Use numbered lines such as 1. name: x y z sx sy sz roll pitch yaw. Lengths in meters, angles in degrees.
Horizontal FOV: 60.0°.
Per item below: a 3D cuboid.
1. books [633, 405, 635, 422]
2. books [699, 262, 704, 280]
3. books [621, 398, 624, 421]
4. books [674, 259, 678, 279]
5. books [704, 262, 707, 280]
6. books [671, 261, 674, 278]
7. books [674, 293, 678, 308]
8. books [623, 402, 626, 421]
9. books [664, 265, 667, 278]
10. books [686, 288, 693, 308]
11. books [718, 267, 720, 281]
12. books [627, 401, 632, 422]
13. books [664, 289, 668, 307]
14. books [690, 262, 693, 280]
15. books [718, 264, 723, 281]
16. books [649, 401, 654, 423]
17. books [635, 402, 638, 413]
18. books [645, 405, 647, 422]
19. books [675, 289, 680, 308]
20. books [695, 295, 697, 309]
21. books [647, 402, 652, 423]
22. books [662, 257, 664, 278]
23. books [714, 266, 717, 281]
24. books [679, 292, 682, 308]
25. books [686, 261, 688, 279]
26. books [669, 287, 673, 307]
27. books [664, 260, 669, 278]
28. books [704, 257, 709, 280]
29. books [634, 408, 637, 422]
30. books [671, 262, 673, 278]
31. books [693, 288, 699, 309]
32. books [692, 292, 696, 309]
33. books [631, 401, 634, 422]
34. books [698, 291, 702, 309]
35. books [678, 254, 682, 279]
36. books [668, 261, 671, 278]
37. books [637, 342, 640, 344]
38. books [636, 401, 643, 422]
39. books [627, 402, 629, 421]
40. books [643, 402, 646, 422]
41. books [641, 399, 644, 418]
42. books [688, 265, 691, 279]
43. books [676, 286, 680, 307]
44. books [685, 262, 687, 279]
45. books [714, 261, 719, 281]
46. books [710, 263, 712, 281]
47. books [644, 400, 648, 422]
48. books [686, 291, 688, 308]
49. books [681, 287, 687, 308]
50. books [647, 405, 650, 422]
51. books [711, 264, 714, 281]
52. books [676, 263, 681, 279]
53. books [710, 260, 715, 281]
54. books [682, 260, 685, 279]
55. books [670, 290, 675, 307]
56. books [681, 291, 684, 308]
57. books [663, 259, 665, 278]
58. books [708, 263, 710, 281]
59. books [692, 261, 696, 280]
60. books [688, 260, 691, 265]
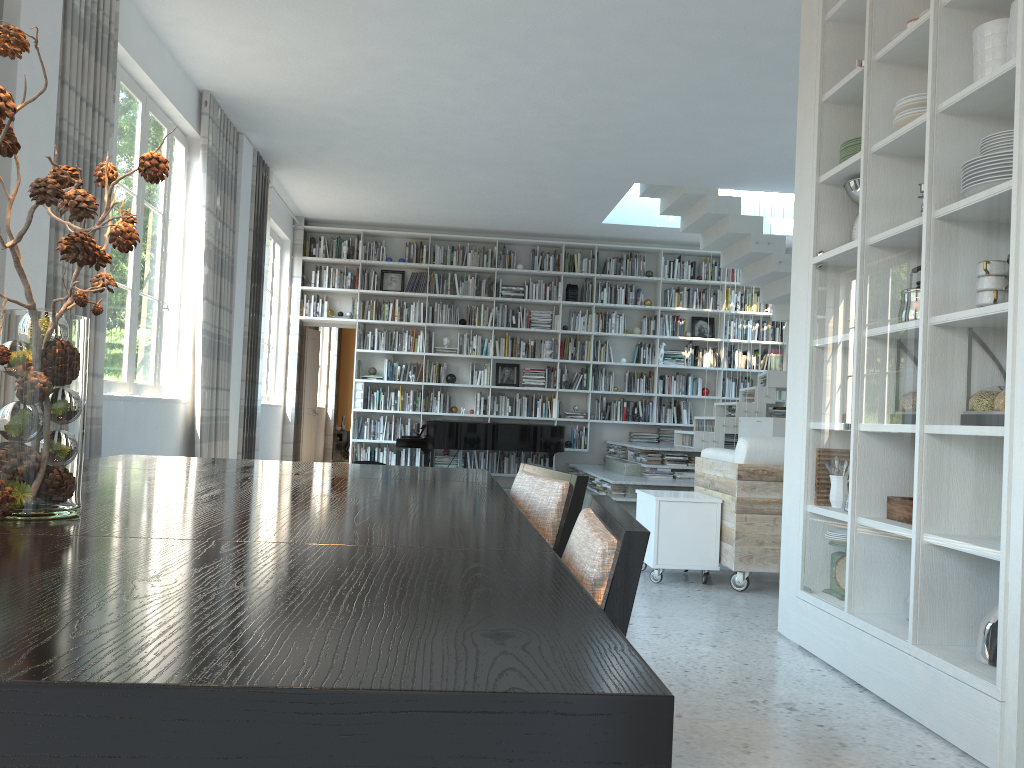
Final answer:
1. books: 1.547 0.378 11.368 0.022 0.211 0.135 3 -2 -4
2. books: 2.446 -1.438 11.460 0.019 0.256 0.169 3 -2 -4
3. books: 1.406 0.330 11.342 0.012 0.293 0.175 3 -2 -4
4. books: 2.099 -1.465 11.443 0.048 0.278 0.150 3 -2 -4
5. books: 2.479 -1.434 11.471 0.016 0.251 0.189 3 -2 -4
6. books: 2.059 -1.453 11.457 0.027 0.249 0.140 3 -2 -4
7. books: 2.095 -1.063 11.424 0.025 0.207 0.175 3 -2 -4
8. books: 1.426 0.355 11.346 0.031 0.244 0.184 3 -2 -4
9. books: 1.960 -1.425 11.416 0.022 0.182 0.190 3 -2 -4
10. books: 2.268 -1.085 11.402 0.032 0.265 0.245 3 -2 -4
11. books: 2.667 -1.404 11.507 0.031 0.211 0.131 3 -2 -4
12. books: 1.500 0.350 11.357 0.026 0.262 0.173 3 -2 -4
13. books: 1.986 -1.091 11.433 0.012 0.254 0.161 3 -2 -4
14. books: 2.311 -1.443 11.473 0.012 0.254 0.161 3 -2 -4
15. books: 2.698 -1.429 11.488 0.026 0.263 0.163 3 -2 -4
16. books: 1.786 0.359 11.378 0.025 0.272 0.171 3 -2 -4
17. books: 1.590 0.361 11.368 0.012 0.249 0.164 3 -2 -4
18. books: 1.703 0.381 11.369 0.013 0.220 0.168 3 -2 -4
19. books: 2.121 -1.089 11.431 0.026 0.261 0.167 3 -2 -4
20. books: 2.354 -1.044 11.483 0.027 0.196 0.130 3 -2 -4
21. books: 1.760 0.365 11.375 0.026 0.258 0.156 3 -2 -4
22. books: 1.922 -1.482 11.434 0.028 0.294 0.150 3 -2 -4
23. books: 2.614 -1.406 11.479 0.029 0.210 0.169 3 -2 -4
24. books: 2.158 -1.068 11.442 0.030 0.224 0.158 3 -2 -4
25. books: 2.242 -1.446 11.458 0.021 0.254 0.151 3 -2 -4
26. books: 2.031 -1.103 11.435 0.051 0.282 0.166 3 -2 -4
27. books: 1.985 -1.457 11.430 0.025 0.250 0.178 3 -2 -4
28. books: 2.509 -1.467 11.474 0.007 0.320 0.165 3 -2 -4
29. books: 1.571 0.394 11.363 0.025 0.181 0.169 3 -2 -4
30. books: 2.035 -1.445 11.437 0.024 0.231 0.168 3 -2 -4
31. books: 2.385 -1.086 11.467 0.048 0.283 0.162 3 -2 -4
32. books: 2.331 -1.063 11.435 0.030 0.230 0.187 3 -2 -4
33. books: 1.525 0.351 11.366 0.026 0.263 0.169 3 -2 -4
34. books: 2.416 -1.064 11.445 0.014 0.240 0.189 3 -2 -4
35. books: 2.162 -1.490 11.439 0.014 0.332 0.180 3 -2 -4
36. books: 2.010 -1.452 11.427 0.026 0.241 0.184 3 -2 -4
37. books: 1.628 -0.391 11.402 0.016 0.290 0.135 3 -2 -4
38. books: 1.629 0.354 11.366 0.070 0.266 0.186 3 -2 -4
39. books: 1.475 0.359 11.371 0.021 0.242 0.131 3 -2 -4
40. books: 1.686 0.358 11.380 0.021 0.264 0.150 3 -2 -4
41. books: 1.670 0.343 11.379 0.013 0.294 0.134 3 -2 -4
42. books: 2.264 -1.420 11.446 0.024 0.202 0.190 3 -2 -4
43. books: 2.140 -1.105 11.442 0.011 0.296 0.162 3 -2 -4
44. books: 2.221 -1.439 11.448 0.022 0.236 0.172 3 -2 -4
45. books: 2.641 -1.439 11.500 0.025 0.279 0.136 3 -2 -4
46. books: 2.555 -1.432 11.491 0.017 0.257 0.146 3 -2 -4
47. books: 1.715 0.351 11.396 0.012 0.282 0.143 3 -2 -4
48. books: 2.235 -1.071 11.451 0.025 0.238 0.143 3 -2 -4
49. books: 2.212 -1.098 11.440 0.026 0.288 0.156 3 -2 -4
50. books: 1.735 0.378 11.366 0.025 0.228 0.175 3 -2 -4
51. books: 2.573 -1.421 11.470 0.018 0.235 0.186 3 -2 -4
52. books: 2.136 -1.440 11.447 0.030 0.231 0.148 3 -2 -4
53. books: 2.592 -1.452 11.492 0.020 0.299 0.131 3 -2 -4
54. books: 2.204 -1.453 11.446 0.014 0.262 0.168 3 -2 -4
55. books: 2.068 -1.085 11.446 0.026 0.250 0.130 3 -2 -4
56. books: 2.185 -1.072 11.459 0.024 0.236 0.146 3 -2 -4
57. books: 1.942 -1.466 11.444 0.014 0.264 0.140 3 -2 -4
58. books: 2.532 -1.430 11.474 0.031 0.248 0.164 3 -2 -4
59. books: 2.333 -1.444 11.462 0.030 0.257 0.165 3 -2 -4
60. books: 2.282 -1.456 11.474 0.012 0.279 0.153 3 -2 -4
